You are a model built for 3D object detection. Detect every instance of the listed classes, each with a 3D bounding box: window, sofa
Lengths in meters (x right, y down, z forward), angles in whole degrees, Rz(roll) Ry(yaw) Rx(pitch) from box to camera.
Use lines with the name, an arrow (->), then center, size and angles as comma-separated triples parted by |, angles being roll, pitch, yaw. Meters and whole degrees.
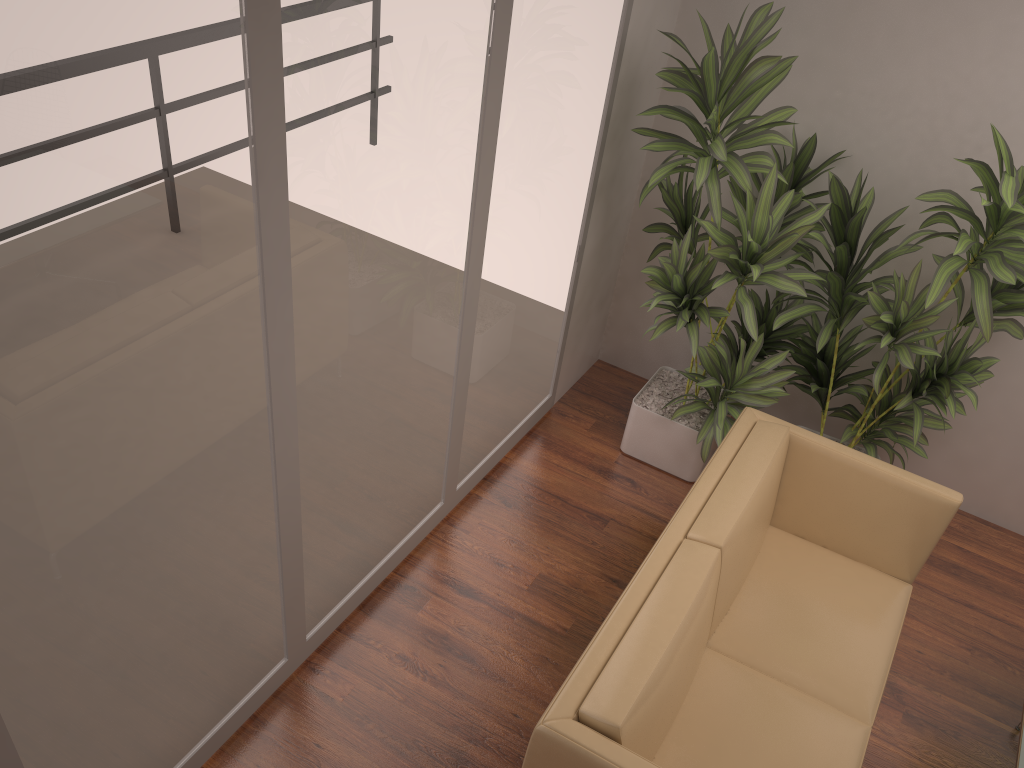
window -> -1.580, 0.641, 0.769 | 0.061, 3.439, 8.251 | 26, 40, 20
sofa -> 0.826, 0.950, 3.031 | 0.869, 0.879, 1.736 | 25, 40, 20

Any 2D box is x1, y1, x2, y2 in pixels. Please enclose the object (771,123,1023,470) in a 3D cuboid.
object -> 1.592, -0.262, 3.675 | 1.058, 2.206, 0.941 | 34, 45, 28

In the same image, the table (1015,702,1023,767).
table -> 1.906, 1.553, 2.719 | 0.929, 0.588, 1.803 | 25, 40, 20

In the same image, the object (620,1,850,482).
object -> 1.002, -0.513, 3.873 | 1.056, 2.206, 0.943 | -25, 49, -35
